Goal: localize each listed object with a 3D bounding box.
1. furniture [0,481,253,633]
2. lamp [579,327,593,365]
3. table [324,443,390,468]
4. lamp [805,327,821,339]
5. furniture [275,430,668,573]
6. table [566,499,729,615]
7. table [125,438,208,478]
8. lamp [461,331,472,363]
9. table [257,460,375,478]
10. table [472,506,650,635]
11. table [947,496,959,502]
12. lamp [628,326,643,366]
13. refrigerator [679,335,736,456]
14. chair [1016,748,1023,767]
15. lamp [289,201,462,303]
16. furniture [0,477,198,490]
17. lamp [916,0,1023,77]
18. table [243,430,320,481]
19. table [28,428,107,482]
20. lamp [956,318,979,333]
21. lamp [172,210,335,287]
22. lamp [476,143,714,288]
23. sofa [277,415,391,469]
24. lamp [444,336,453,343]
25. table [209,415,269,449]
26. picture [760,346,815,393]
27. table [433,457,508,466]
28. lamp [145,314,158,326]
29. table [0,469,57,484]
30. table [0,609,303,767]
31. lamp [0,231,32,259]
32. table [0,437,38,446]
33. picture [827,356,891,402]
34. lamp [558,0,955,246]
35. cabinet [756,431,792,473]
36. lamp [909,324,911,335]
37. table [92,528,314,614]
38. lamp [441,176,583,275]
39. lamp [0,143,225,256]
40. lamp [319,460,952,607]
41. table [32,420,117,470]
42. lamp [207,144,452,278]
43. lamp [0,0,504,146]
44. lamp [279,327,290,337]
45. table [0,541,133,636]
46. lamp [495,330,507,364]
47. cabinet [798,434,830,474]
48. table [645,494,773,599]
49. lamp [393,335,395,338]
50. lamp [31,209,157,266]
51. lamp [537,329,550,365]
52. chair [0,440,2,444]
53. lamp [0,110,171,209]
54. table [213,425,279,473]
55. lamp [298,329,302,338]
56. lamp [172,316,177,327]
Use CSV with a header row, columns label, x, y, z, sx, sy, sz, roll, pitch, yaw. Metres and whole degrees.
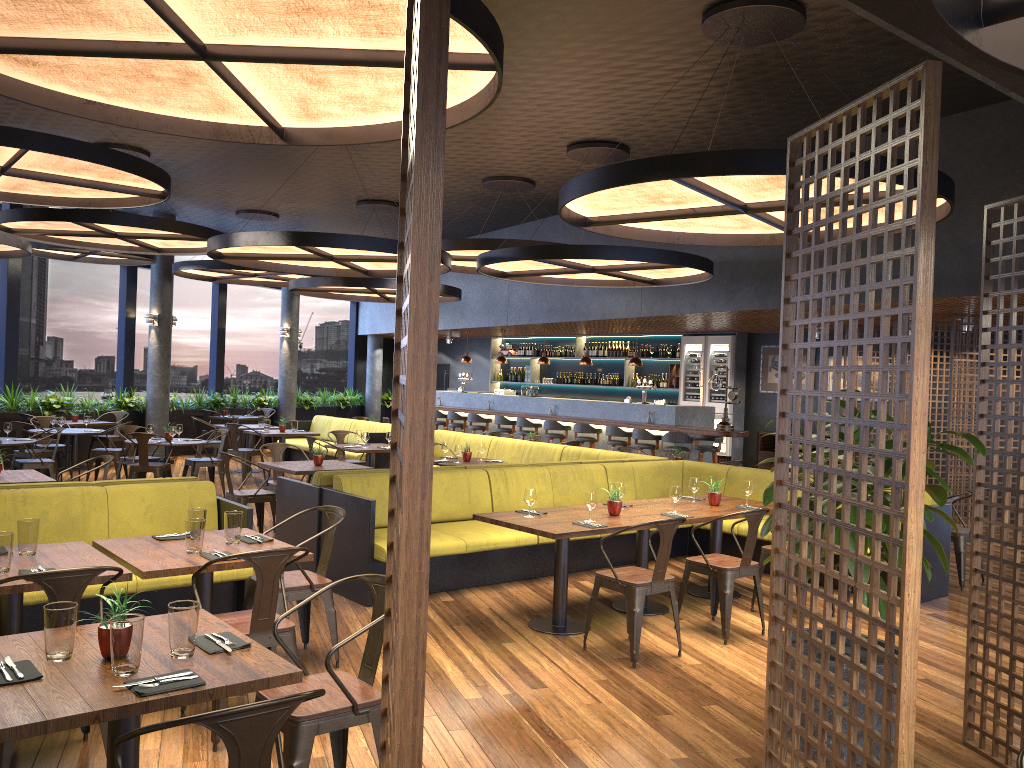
label,x,y,z,sx,sy,sz,roll,pitch,yaw
furniture,-2.082,1.188,3.726,3.378,0.916,4.755,2,0,-39
lamp,1.343,-0.676,15.950,0.250,0.673,0.250,2,0,-7
table,-1.902,1.217,11.838,0.906,0.763,0.887,2,1,-39
lamp,4.709,-0.795,13.756,0.228,0.172,0.228,2,0,-39
furniture,-0.303,1.218,9.415,4.895,0.914,7.462,2,1,-44
table,1.030,1.361,6.885,0.906,0.763,0.887,2,1,-39
table,-4.503,1.120,11.538,1.007,0.760,1.007,2,0,38
lamp,-0.953,-0.782,18.779,0.250,0.673,0.250,2,0,38
table,-2.064,1.228,9.264,0.887,0.763,0.906,2,1,-39
table,0.332,1.338,6.311,0.906,0.763,0.887,2,1,-39
table,3.685,1.449,8.655,0.887,0.763,0.906,2,1,-39
lamp,2.104,-0.641,15.012,0.250,0.673,0.250,2,0,-7
refrigerator,3.577,0.194,15.992,0.454,2.109,1.159,2,0,-39
chair,1.399,1.329,1.933,0.504,0.917,0.541,2,0,-39
lamp,-2.189,-2.175,14.481,2.778,1.475,2.778,2,0,15
furniture,-5.001,1.055,7.326,3.372,0.914,4.503,2,0,-39
lamp,1.477,-1.641,0.796,1.979,2.172,1.979,2,0,36
table,-3.657,1.135,14.023,0.887,0.763,0.906,2,1,-39
table,-6.341,1.043,12.643,1.007,0.760,1.007,3,1,44
lamp,5.750,-0.738,11.197,0.228,0.172,0.228,2,0,-39
lamp,-4.559,-2.451,15.823,2.778,1.159,2.778,2,0,-3
lamp,0.995,-2.028,10.525,2.778,1.475,2.778,2,0,-35
sofa,-2.997,1.076,15.356,0.966,0.914,3.061,2,0,-39
lamp,-1.535,-1.085,21.687,0.228,0.172,0.228,2,0,-39
table,-5.547,1.038,17.848,0.887,0.763,0.906,2,0,25
picture,4.644,-0.246,14.992,0.028,0.809,1.039,2,0,-39
table,-0.569,1.277,10.337,1.007,0.760,1.007,2,0,-2
lamp,-6.558,-1.170,16.056,0.215,0.215,0.189,2,0,18
table,-4.391,1.153,7.372,0.887,0.763,0.906,2,1,-39
table,-1.331,1.298,2.985,0.887,0.763,0.906,2,1,-39
lamp,-7.516,-2.428,11.000,2.778,1.362,2.778,2,0,20
table,-6.277,1.059,10.647,1.007,0.760,1.007,2,0,18
picture,5.456,-0.084,13.987,0.028,0.697,1.039,2,0,-39
lamp,1.763,-1.972,6.586,2.778,1.475,2.778,2,0,-39
cabinet,4.434,1.314,14.838,0.473,1.007,0.553,2,0,-39
lamp,5.520,-0.755,12.361,0.228,0.172,0.228,2,0,-39
table,-1.712,1.271,4.851,0.887,0.763,0.906,2,1,-39
lamp,-0.066,-2.258,12.492,2.778,1.159,2.778,2,0,11
lamp,-5.116,-2.442,11.501,2.778,1.159,2.778,2,0,28
lamp,2.928,0.443,8.906,9.057,2.714,3.017,2,0,-39
table,-7.167,1.000,14.504,0.887,0.763,0.906,2,0,25
lamp,-2.077,-2.143,10.376,2.778,1.475,2.778,2,0,10
lamp,-1.406,-2.151,4.110,2.778,1.362,2.778,2,0,15
lamp,-4.968,-1.132,19.263,0.215,0.215,0.189,2,0,12
table,-2.436,1.248,4.263,0.887,0.763,0.906,2,1,-39
lamp,-0.202,-0.748,17.853,0.250,0.673,0.250,2,0,-7
cabinet,4.872,1.334,14.298,0.473,1.007,0.553,2,0,-39
table,1.733,1.384,7.457,0.906,0.763,0.887,2,1,-39
lamp,-2.868,-1.138,22.070,0.228,0.172,0.228,2,0,-39
lamp,-6.753,-2.582,14.255,1.979,1.093,1.979,2,0,14
lamp,0.616,-0.710,16.845,0.250,0.673,0.250,2,0,-7
chair,-5.423,1.025,8.860,0.541,0.917,0.504,2,0,-39
lamp,-4.481,-2.393,7.825,2.778,1.159,2.778,2,1,41
table,-4.475,1.098,15.028,0.906,0.763,0.887,2,1,-39
lamp,-4.781,-1.129,19.795,0.215,0.215,0.189,2,0,30
lamp,-6.350,-1.166,16.580,0.215,0.215,0.189,2,0,26
